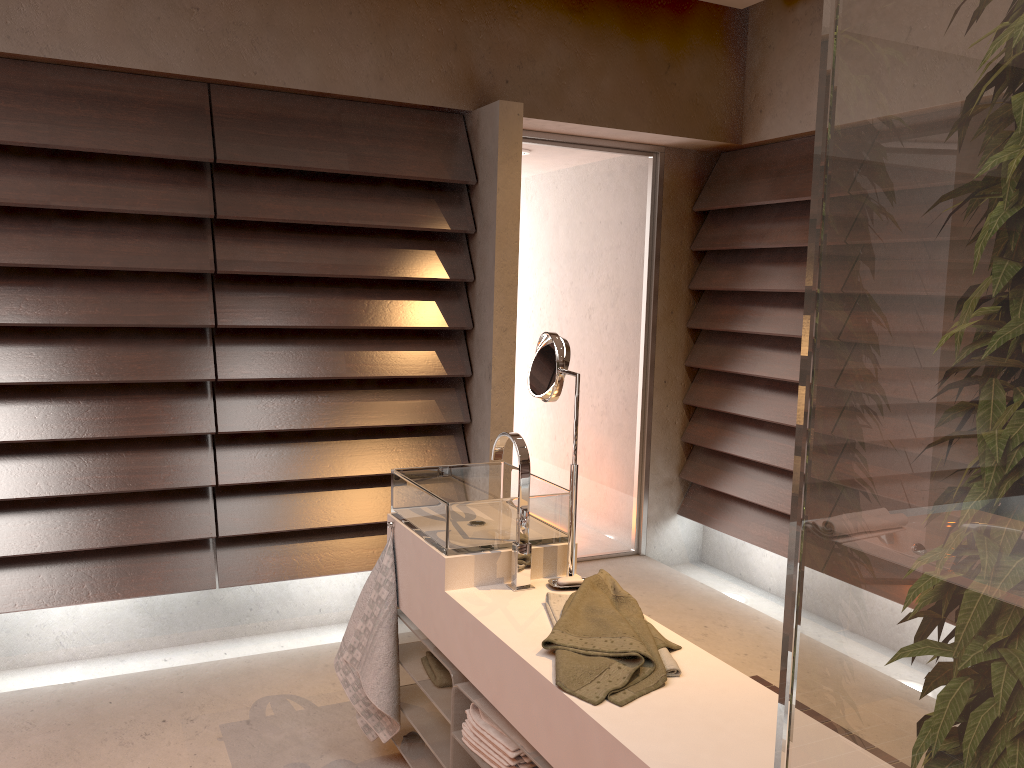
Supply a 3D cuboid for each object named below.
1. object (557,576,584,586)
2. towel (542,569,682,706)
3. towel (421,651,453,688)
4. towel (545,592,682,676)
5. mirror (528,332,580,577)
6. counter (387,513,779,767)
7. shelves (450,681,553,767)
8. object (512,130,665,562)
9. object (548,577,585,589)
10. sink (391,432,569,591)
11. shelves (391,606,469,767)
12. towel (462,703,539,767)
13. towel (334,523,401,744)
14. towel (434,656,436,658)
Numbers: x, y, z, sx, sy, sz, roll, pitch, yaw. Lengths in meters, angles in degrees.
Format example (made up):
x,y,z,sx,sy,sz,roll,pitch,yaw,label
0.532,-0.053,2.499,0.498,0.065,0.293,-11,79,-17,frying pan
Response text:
x,y,z,sx,sy,sz,roll,pitch,yaw,label
0.139,0.467,2.101,0.066,0.016,0.035,0,6,-14,object
0.210,0.488,1.773,0.258,0.057,0.571,3,6,15,towel
-0.123,0.728,2.296,0.198,0.034,0.206,0,6,-17,towel
0.190,0.500,1.805,0.202,0.027,0.394,1,6,-6,towel
0.116,0.164,2.274,0.074,0.589,0.316,-1,7,-24,mirror
0.449,0.851,1.220,0.350,0.686,2.931,-1,7,-26,counter
0.114,0.898,1.862,0.368,0.436,0.487,-2,7,-28,shelves
0.227,-0.132,4.148,1.007,2.000,0.090,-1,7,-26,object
0.139,0.474,2.101,0.108,0.011,0.065,0,6,-13,object
-0.070,0.277,2.257,0.340,0.357,0.486,-1,7,-26,sink
-0.079,0.842,2.325,0.368,0.436,0.487,-1,7,-26,shelves
0.030,0.741,1.917,0.220,0.098,0.221,-3,8,-37,towel
-0.371,0.664,2.385,0.121,0.598,0.252,-4,8,-42,towel
-0.091,0.712,2.333,0.192,0.062,0.192,7,8,42,towel
